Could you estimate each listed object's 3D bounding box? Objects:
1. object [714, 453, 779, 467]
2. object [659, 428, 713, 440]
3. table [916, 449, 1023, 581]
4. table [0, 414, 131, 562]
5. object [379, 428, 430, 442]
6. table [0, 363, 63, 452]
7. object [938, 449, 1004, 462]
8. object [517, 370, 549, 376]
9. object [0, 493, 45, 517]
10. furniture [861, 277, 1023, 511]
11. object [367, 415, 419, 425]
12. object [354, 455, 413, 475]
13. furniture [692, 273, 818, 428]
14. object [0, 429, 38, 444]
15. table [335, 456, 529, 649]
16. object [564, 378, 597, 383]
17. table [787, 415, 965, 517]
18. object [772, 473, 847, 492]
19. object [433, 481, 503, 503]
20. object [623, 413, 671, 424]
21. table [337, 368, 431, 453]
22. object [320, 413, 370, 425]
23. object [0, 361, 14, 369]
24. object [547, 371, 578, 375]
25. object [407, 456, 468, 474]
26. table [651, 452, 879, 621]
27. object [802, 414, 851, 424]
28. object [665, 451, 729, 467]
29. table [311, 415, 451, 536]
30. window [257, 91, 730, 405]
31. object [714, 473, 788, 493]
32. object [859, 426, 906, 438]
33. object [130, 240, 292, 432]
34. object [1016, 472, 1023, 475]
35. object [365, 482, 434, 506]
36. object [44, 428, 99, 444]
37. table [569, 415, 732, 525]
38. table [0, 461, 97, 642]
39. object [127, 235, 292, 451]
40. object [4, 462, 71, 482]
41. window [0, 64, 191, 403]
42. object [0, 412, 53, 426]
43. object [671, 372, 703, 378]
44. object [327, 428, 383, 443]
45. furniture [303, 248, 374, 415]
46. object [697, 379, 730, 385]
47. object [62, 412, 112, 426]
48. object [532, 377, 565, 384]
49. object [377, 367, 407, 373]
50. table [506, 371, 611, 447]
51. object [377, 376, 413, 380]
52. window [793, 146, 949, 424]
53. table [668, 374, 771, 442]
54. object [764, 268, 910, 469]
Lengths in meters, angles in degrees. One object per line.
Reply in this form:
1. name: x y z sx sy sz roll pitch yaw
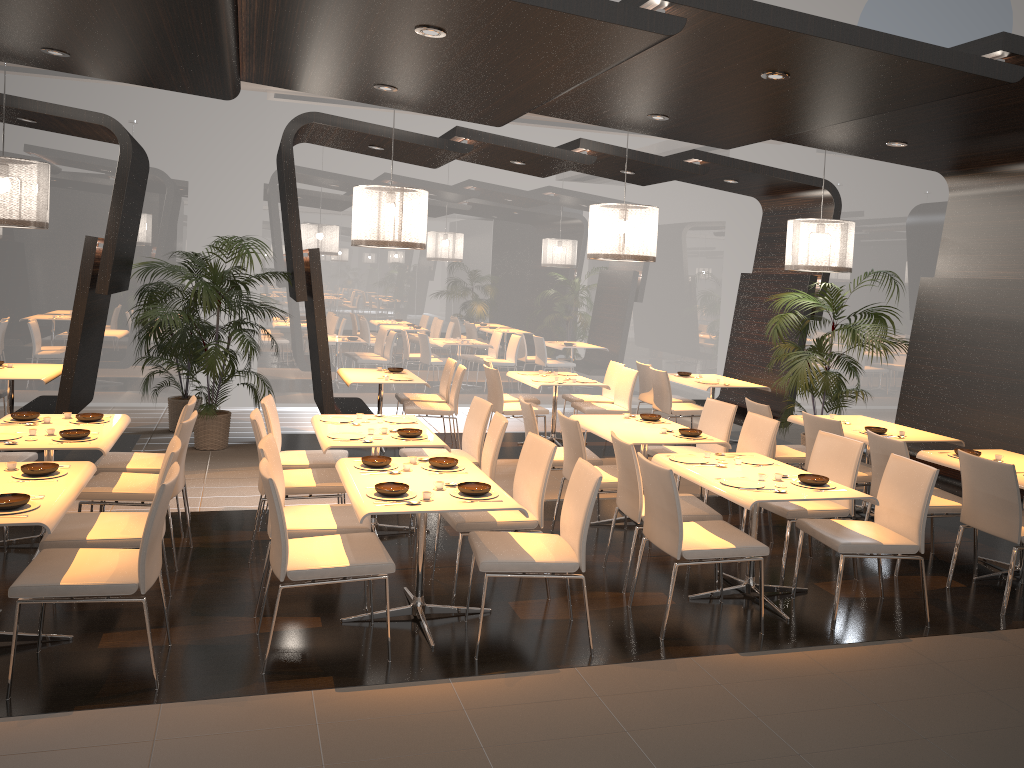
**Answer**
1. object: 1.448 0.459 5.540 0.335 0.037 0.379 -1 8 -28
2. object: 1.236 0.348 6.327 0.303 0.044 0.367 1 7 -18
3. table: 3.354 0.906 5.761 0.800 0.723 1.155 1 6 -17
4. table: -2.869 0.640 5.470 0.800 0.723 1.155 1 6 -17
5. object: -0.704 0.321 5.789 0.303 0.044 0.367 1 7 -18
6. table: -4.571 0.238 8.058 0.800 0.723 1.155 1 6 -17
7. object: 3.135 0.481 5.998 0.303 0.044 0.367 1 7 -18
8. object: 0.244 -0.123 9.776 0.334 0.037 0.379 0 8 -23
9. object: -2.171 0.501 3.761 0.303 0.044 0.367 1 7 -18
10. furniture: 3.837 0.046 6.640 0.756 1.667 2.920 2 6 -17
11. object: -0.865 0.242 6.389 0.335 0.037 0.379 -1 8 -28
12. object: -0.710 0.437 4.852 0.303 0.044 0.367 1 7 -18
13. furniture: 2.721 -0.449 10.203 0.756 1.669 1.410 2 5 -17
14. object: -2.924 0.300 5.113 0.334 0.037 0.379 0 8 -23
15. table: -0.476 0.862 4.616 0.800 0.723 1.155 1 6 -17
16. object: 0.717 -0.049 9.359 0.335 0.037 0.379 -1 8 -28
17. table: 2.893 0.709 7.178 0.800 0.723 1.155 1 6 -17
18. object: 1.647 0.538 4.957 0.303 0.044 0.367 1 7 -18
19. object: -0.223 0.519 4.375 0.303 0.044 0.367 1 7 -18
20. object: 1.050 0.263 6.948 0.303 0.044 0.367 1 7 -18
21. table: -1.352 0.271 9.049 0.800 0.723 1.155 1 6 -17
22. object: -1.178 0.245 6.241 0.334 0.037 0.379 0 8 -23
23. object: -4.812 -0.185 8.264 0.303 0.044 0.367 0 8 -23
24. object: 0.555 -0.130 9.953 0.335 0.037 0.379 -1 8 -28
25. object: -0.418 0.441 4.934 0.303 0.044 0.367 1 7 -18
26. table: 1.413 0.883 5.186 0.800 0.723 1.155 1 6 -17
27. object: 2.645 0.289 7.383 0.334 0.037 0.379 0 8 -23
28. object: 1.153 0.458 5.432 0.334 0.037 0.379 0 8 -23
29. table: -0.939 0.664 6.033 0.800 0.723 1.155 1 6 -17
30. window: -0.007 -1.641 11.691 6.575 3.965 0.070 1 3 -17
31. object: 1.330 0.540 4.845 0.334 0.037 0.379 0 8 -23
32. object: 2.847 0.366 6.816 0.303 0.044 0.367 1 7 -18
33. object: -3.357 -0.538 9.391 1.566 2.052 1.507 6 5 35
34. object: 3.320 0.562 5.421 0.303 0.044 0.367 1 7 -18
35. object: -0.544 0.518 4.255 0.303 0.044 0.367 1 7 -18
36. object: -2.613 0.298 5.227 0.303 0.044 0.367 1 7 -18
37. table: 1.097 0.687 6.651 1.052 0.722 1.155 1 6 -17
38. table: -2.430 0.840 4.031 0.800 0.723 1.155 1 6 -17
39. object: -2.836 -0.393 8.418 1.560 2.052 1.513 1 5 -23
40. object: -2.349 0.420 4.347 0.303 0.044 0.367 1 7 -18
41. window: -6.896 -1.718 9.612 6.575 3.965 0.070 1 3 -17
42. object: -3.105 0.217 5.690 0.303 0.044 0.367 1 7 -18
43. object: 2.058 -0.109 10.351 0.303 0.044 0.367 1 7 -18
44. object: -1.001 0.326 5.653 0.334 0.037 0.379 0 8 -23
45. furniture: -1.732 -0.499 8.859 0.756 1.669 1.410 2 5 -17
46. object: 2.230 -0.025 9.759 0.334 0.037 0.379 0 8 -23
47. object: -2.794 0.219 5.789 0.303 0.044 0.367 1 7 -18
48. object: 0.390 -0.043 9.185 0.334 0.037 0.379 0 8 -23
49. object: -1.265 -0.148 9.357 0.303 0.044 0.367 1 7 -18
50. table: 0.459 0.293 9.583 0.800 0.723 1.155 1 6 -17
51. object: -1.159 -0.069 8.792 0.335 0.037 0.379 -1 8 -28
52. window: 4.785 -1.088 9.101 0.070 3.960 6.623 2 6 -17
53. table: 2.281 0.314 10.126 0.800 0.723 1.155 1 6 -17
54. object: 3.226 -0.157 8.889 1.504 2.052 1.569 3 4 -4
